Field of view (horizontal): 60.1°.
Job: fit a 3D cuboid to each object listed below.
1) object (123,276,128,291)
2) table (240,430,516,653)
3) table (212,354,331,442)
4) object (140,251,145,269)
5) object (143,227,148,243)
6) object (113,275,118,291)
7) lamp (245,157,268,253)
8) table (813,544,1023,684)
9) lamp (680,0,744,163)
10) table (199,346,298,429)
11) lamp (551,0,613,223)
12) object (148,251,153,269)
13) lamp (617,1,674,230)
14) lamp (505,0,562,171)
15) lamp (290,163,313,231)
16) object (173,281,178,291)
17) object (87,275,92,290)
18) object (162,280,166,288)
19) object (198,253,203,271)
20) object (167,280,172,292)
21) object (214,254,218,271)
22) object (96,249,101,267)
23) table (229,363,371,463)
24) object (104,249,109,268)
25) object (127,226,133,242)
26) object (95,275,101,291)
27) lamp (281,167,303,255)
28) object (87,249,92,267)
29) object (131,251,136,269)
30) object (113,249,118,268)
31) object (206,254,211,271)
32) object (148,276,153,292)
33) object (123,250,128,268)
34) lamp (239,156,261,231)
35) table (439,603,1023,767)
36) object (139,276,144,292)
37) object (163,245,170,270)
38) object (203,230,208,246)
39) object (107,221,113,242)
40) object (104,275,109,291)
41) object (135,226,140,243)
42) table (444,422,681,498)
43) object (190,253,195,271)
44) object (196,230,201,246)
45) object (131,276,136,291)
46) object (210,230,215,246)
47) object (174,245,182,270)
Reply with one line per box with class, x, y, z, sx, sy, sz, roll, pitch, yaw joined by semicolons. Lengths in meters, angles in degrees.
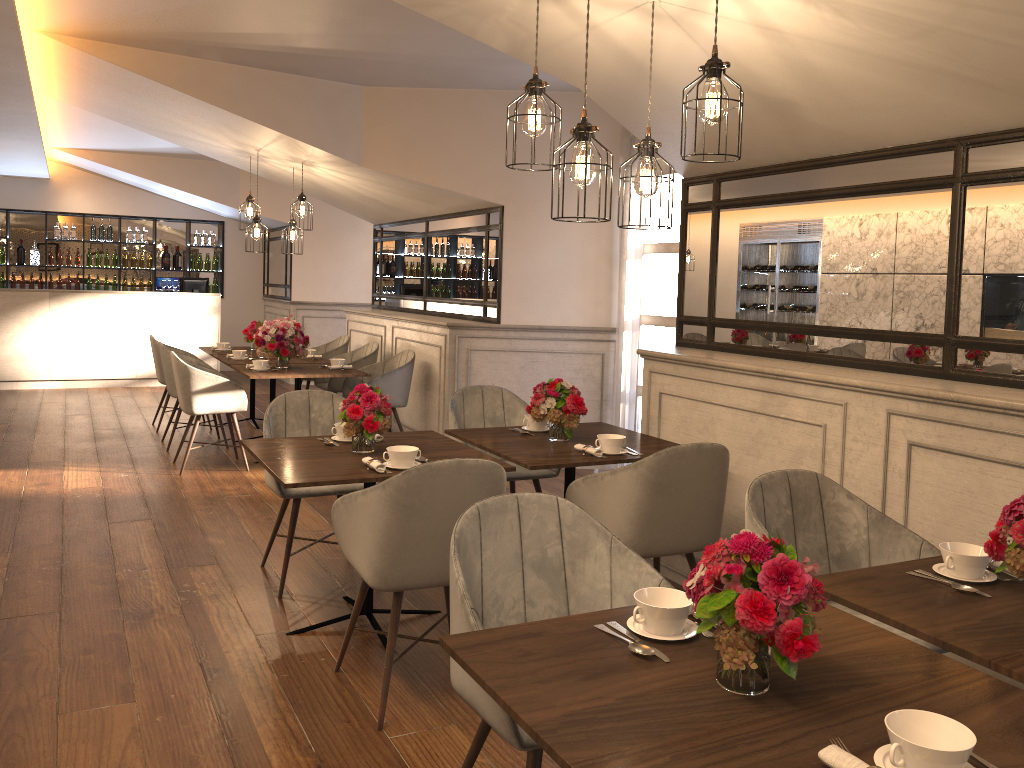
object;-5.546;-1.427;12.698;0.066;0.260;0.065;5;4;42
table;-0.596;0.642;3.678;0.896;0.718;0.900;-1;6;-27
table;-2.095;0.137;7.751;0.896;0.718;0.900;-1;6;-27
object;-5.337;-1.793;12.778;0.066;0.260;0.065;5;4;42
object;-5.281;-2.146;12.747;0.070;0.235;0.041;0;4;-27
object;-5.665;-1.424;12.639;0.066;0.260;0.065;5;4;42
lamp;-2.104;-2.131;7.344;0.175;2.064;0.175;0;3;-25
table;1.301;0.886;2.033;0.896;0.718;0.900;-1;6;-27
lamp;0.630;-1.708;2.612;0.175;2.064;0.175;0;3;-25
table;-2.515;0.030;8.589;0.896;0.718;0.900;-1;6;-27
lamp;0.243;-1.531;2.657;0.175;2.064;0.175;0;3;-25
object;-5.238;-1.795;12.827;0.066;0.260;0.065;5;4;42
lamp;0.477;-1.553;2.916;0.175;2.064;0.175;0;3;-25
lamp;0.102;-1.761;2.940;0.175;2.064;0.175;0;3;-25
lamp;-1.717;-2.308;7.299;0.175;2.064;0.175;0;3;-25
object;-4.944;-1.414;13.002;0.065;0.207;0.065;3;4;18
object;-5.962;-1.416;12.490;0.066;0.260;0.065;5;4;42
object;-5.084;-1.410;12.932;0.065;0.207;0.065;3;4;18
object;-4.620;-1.811;13.137;0.066;0.260;0.065;5;4;42
object;-5.014;-1.412;12.967;0.065;0.207;0.065;3;4;18
object;-4.423;-1.816;13.236;0.066;0.260;0.065;5;4;42
object;-5.852;-1.781;12.520;0.066;0.262;0.065;5;4;42
table;-1.675;0.245;6.913;0.896;0.718;0.900;-1;6;-27
object;-5.753;-1.783;12.569;0.066;0.262;0.065;5;4;42
object;-5.460;-2.141;12.657;0.070;0.235;0.041;0;4;-27
object;-5.863;-1.419;12.540;0.066;0.260;0.065;5;4;42
lamp;-1.870;-2.153;7.603;0.175;2.064;0.175;0;3;-25
object;-5.950;-1.777;12.470;0.066;0.260;0.065;5;4;42
object;-5.436;-1.790;12.728;0.066;0.260;0.065;5;4;42
object;-5.654;-1.786;12.619;0.066;0.262;0.065;5;4;42
object;-4.521;-1.814;13.186;0.066;0.260;0.065;5;4;42
object;-5.250;-1.435;12.847;0.066;0.260;0.065;5;4;42
object;-5.535;-1.788;12.679;0.066;0.260;0.065;5;4;42
lamp;-2.245;-2.361;7.627;0.175;2.064;0.175;0;3;-25
table;0.443;0.908;1.603;0.896;0.718;0.900;-1;6;-27
object;-5.348;-1.432;12.797;0.066;0.260;0.065;5;4;42
object;-5.033;-1.846;12.902;0.104;0.358;0.104;3;4;25
object;-4.537;-2.165;13.119;0.070;0.235;0.041;0;4;-27
object;-5.695;-2.173;12.535;0.075;0.309;0.075;1;3;-16
object;-5.764;-1.421;12.589;0.066;0.260;0.065;5;4;42
object;-5.371;-2.143;12.702;0.070;0.235;0.041;0;4;-27
table;0.262;0.621;4.107;0.896;0.718;0.900;-1;6;-27
object;-4.719;-1.810;13.087;0.066;0.262;0.065;5;4;42
object;-4.627;-2.162;13.074;0.070;0.235;0.041;0;4;-27
object;-5.447;-1.429;12.748;0.066;0.260;0.065;5;4;42
object;-4.447;-2.167;13.164;0.070;0.235;0.041;0;4;-27
object;-4.891;-1.851;12.969;0.104;0.358;0.104;2;3;1
